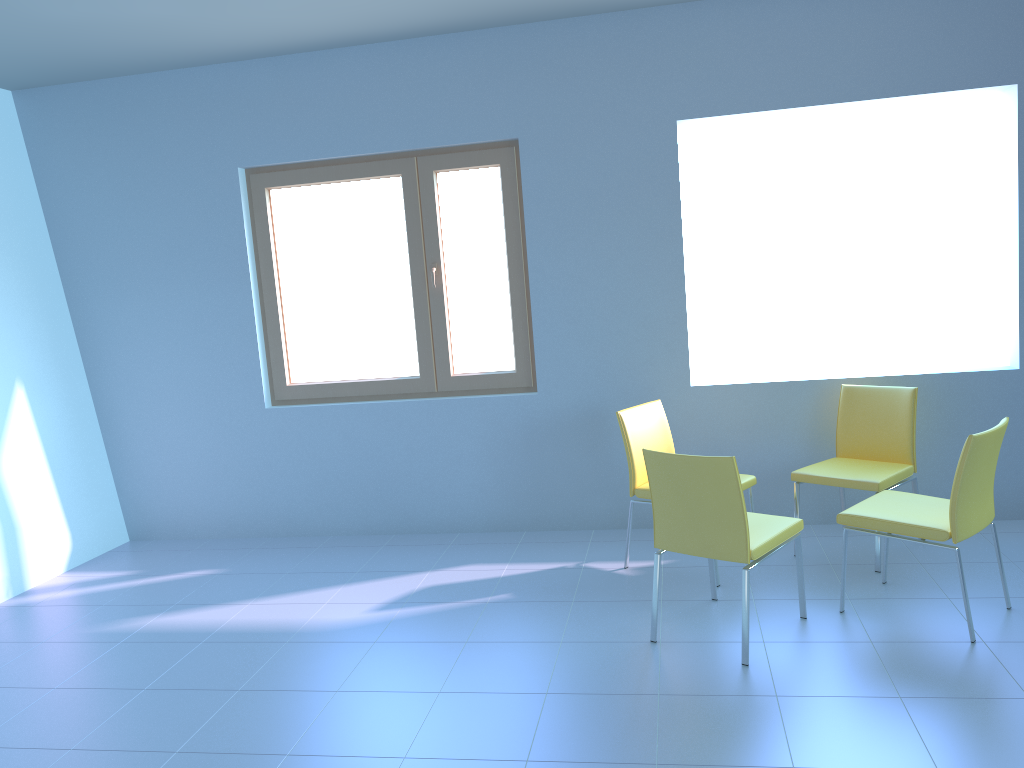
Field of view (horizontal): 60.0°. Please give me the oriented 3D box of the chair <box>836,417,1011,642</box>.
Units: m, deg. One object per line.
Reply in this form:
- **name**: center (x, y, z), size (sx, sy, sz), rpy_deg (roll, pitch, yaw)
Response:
- **chair**: center (1.481, 0.476, 3.173), size (0.387, 0.699, 0.484), rpy_deg (-11, 10, -43)

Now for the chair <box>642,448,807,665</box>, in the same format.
- **chair**: center (0.746, 0.537, 3.135), size (0.387, 0.695, 0.484), rpy_deg (2, 10, 41)

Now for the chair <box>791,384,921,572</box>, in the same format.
- **chair**: center (1.518, 0.382, 3.879), size (0.484, 0.695, 0.387), rpy_deg (-11, 10, -43)

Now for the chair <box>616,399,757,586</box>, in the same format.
- **chair**: center (0.754, 0.444, 3.861), size (0.484, 0.695, 0.387), rpy_deg (2, 10, 41)

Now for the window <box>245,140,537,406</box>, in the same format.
- **window**: center (-0.632, -0.544, 4.599), size (1.475, 1.263, 0.142), rpy_deg (-3, 7, 11)
